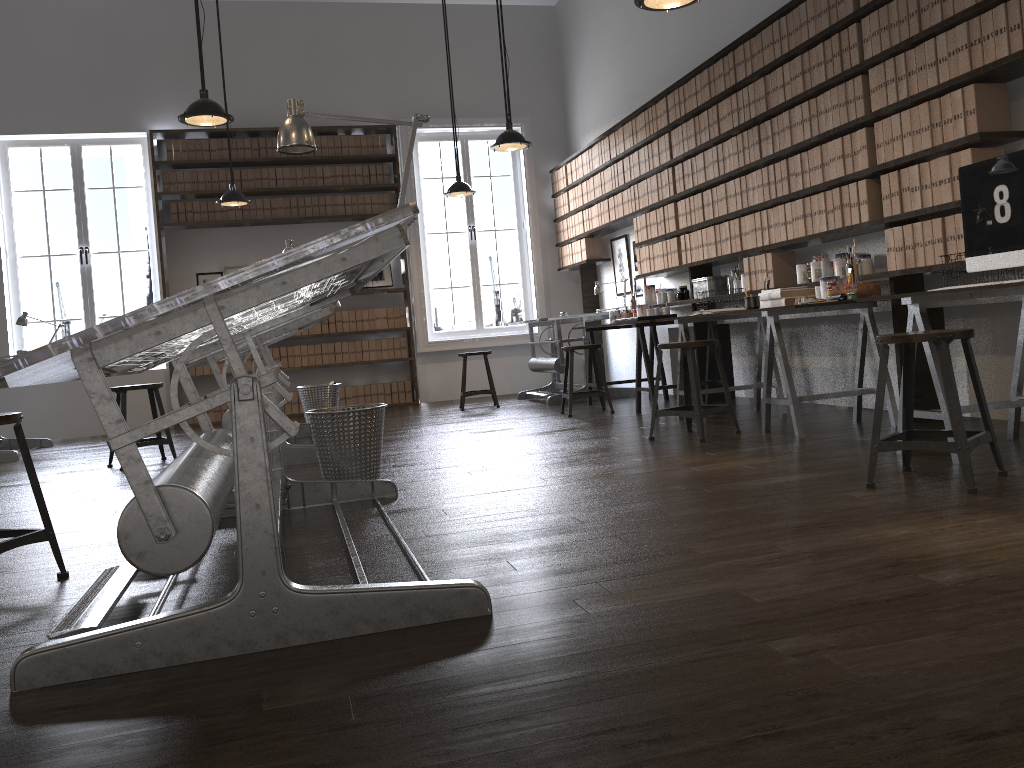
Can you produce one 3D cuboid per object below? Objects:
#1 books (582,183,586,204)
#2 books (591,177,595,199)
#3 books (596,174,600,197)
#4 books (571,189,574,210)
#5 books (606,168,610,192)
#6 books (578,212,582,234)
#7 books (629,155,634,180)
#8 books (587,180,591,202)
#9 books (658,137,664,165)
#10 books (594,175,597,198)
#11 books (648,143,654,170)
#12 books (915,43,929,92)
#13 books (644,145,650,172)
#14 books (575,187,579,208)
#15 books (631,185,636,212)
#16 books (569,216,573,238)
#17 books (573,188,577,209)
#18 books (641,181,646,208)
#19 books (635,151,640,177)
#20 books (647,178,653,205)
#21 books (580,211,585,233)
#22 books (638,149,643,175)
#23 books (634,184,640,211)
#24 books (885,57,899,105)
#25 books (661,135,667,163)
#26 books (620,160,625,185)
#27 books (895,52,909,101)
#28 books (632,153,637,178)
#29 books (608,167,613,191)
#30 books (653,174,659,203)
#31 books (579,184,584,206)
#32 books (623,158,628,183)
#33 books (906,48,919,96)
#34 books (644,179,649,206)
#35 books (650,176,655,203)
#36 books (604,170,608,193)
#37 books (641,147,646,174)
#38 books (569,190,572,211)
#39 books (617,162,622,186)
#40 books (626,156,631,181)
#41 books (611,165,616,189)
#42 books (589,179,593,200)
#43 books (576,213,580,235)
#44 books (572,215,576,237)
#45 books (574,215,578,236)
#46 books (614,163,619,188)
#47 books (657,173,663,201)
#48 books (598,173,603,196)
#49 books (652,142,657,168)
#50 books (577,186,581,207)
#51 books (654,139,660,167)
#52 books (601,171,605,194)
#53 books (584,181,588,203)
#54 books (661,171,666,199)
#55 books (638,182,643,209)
[{"bbox_3d":[0.805,-1.914,8.905,0.175,0.225,0.066,-5,0,-14],"label":"books"},{"bbox_3d":[0.868,-1.905,8.632,0.175,0.226,0.067,-5,0,-14],"label":"books"},{"bbox_3d":[0.903,-1.902,8.507,0.175,0.225,0.066,-5,0,-14],"label":"books"},{"bbox_3d":[0.711,-1.923,9.242,0.175,0.225,0.066,-5,0,-14],"label":"books"},{"bbox_3d":[0.973,-1.893,8.234,0.174,0.225,0.066,-5,0,-14],"label":"books"},{"bbox_3d":[0.781,-1.652,9.075,0.175,0.225,0.066,-5,0,-14],"label":"books"},{"bbox_3d":[1.119,-1.877,7.678,0.174,0.225,0.066,-5,0,-14],"label":"books"},{"bbox_3d":[0.840,-1.910,8.767,0.174,0.225,0.066,-5,0,-14],"label":"books"},{"bbox_3d":[1.271,-1.859,7.080,0.175,0.225,0.066,-5,0,-14],"label":"books"},{"bbox_3d":[0.889,-1.904,8.568,0.175,0.225,0.066,-5,0,-14],"label":"books"},{"bbox_3d":[1.220,-1.865,7.280,0.175,0.225,0.066,-5,0,-14],"label":"books"},{"bbox_3d":[2.026,-1.505,4.221,0.175,0.225,0.066,-5,0,-14],"label":"books"},{"bbox_3d":[1.199,-1.867,7.347,0.175,0.226,0.067,-5,0,-14],"label":"books"},{"bbox_3d":[0.749,-1.920,9.112,0.175,0.225,0.066,-5,0,-14],"label":"books"},{"bbox_3d":[1.131,-1.610,7.691,0.175,0.225,0.066,-5,0,-14],"label":"books"},{"bbox_3d":[0.706,-1.660,9.351,0.175,0.225,0.066,-5,0,-14],"label":"books"},{"bbox_3d":[0.729,-1.921,9.172,0.175,0.226,0.067,-5,0,-14],"label":"books"},{"bbox_3d":[1.189,-1.604,7.487,0.175,0.225,0.066,-5,0,-14],"label":"books"},{"bbox_3d":[1.147,-1.872,7.542,0.175,0.226,0.067,-5,0,-14],"label":"books"},{"bbox_3d":[1.223,-1.600,7.348,0.175,0.225,0.066,-5,0,-14],"label":"books"},{"bbox_3d":[0.793,-1.649,9.012,0.175,0.226,0.067,-5,0,-14],"label":"books"},{"bbox_3d":[1.169,-1.871,7.479,0.175,0.225,0.066,-5,0,-14],"label":"books"},{"bbox_3d":[1.153,-1.608,7.621,0.174,0.225,0.066,-5,0,-14],"label":"books"},{"bbox_3d":[1.968,-1.511,4.425,0.175,0.225,0.066,-5,0,-14],"label":"books"},{"bbox_3d":[1.285,-1.857,7.018,0.175,0.225,0.066,-5,0,-14],"label":"books"},{"bbox_3d":[1.060,-1.883,7.886,0.175,0.226,0.067,-5,0,-14],"label":"books"},{"bbox_3d":[1.990,-1.509,4.356,0.174,0.225,0.066,-5,0,-14],"label":"books"},{"bbox_3d":[1.136,-1.875,7.609,0.175,0.225,0.066,-5,0,-14],"label":"books"},{"bbox_3d":[0.988,-1.891,8.163,0.175,0.225,0.066,-5,0,-14],"label":"books"},{"bbox_3d":[1.252,-1.596,7.222,0.175,0.226,0.067,-5,0,-14],"label":"books"},{"bbox_3d":[0.781,-1.916,8.976,0.175,0.226,0.067,-5,0,-14],"label":"books"},{"bbox_3d":[1.084,-1.881,7.815,0.175,0.225,0.066,-5,0,-14],"label":"books"},{"bbox_3d":[2.011,-1.507,4.290,0.174,0.225,0.066,-5,0,-14],"label":"books"},{"bbox_3d":[1.203,-1.602,7.418,0.175,0.226,0.067,-5,0,-14],"label":"books"},{"bbox_3d":[1.240,-1.598,7.287,0.175,0.225,0.066,-5,0,-14],"label":"books"},{"bbox_3d":[0.960,-1.896,8.302,0.174,0.225,0.066,-5,0,-14],"label":"books"},{"bbox_3d":[1.183,-1.869,7.417,0.175,0.225,0.066,-5,0,-14],"label":"books"},{"bbox_3d":[0.697,-1.926,9.313,0.174,0.225,0.066,-5,0,-14],"label":"books"},{"bbox_3d":[1.047,-1.885,7.960,0.175,0.225,0.066,-5,0,-14],"label":"books"},{"bbox_3d":[1.097,-1.879,7.745,0.174,0.225,0.066,-5,0,-14],"label":"books"},{"bbox_3d":[1.006,-1.889,8.093,0.175,0.226,0.067,-5,0,-14],"label":"books"},{"bbox_3d":[0.857,-1.908,8.699,0.175,0.225,0.066,-5,0,-14],"label":"books"},{"bbox_3d":[0.764,-1.654,9.147,0.175,0.225,0.066,-5,0,-14],"label":"books"},{"bbox_3d":[0.727,-1.658,9.282,0.174,0.225,0.066,-5,0,-14],"label":"books"},{"bbox_3d":[0.748,-1.656,9.215,0.174,0.225,0.066,-5,0,-14],"label":"books"},{"bbox_3d":[1.026,-1.888,8.032,0.175,0.225,0.066,-5,0,-14],"label":"books"},{"bbox_3d":[1.274,-1.594,7.158,0.175,0.225,0.066,-5,0,-14],"label":"books"},{"bbox_3d":[0.920,-1.899,8.436,0.175,0.226,0.067,-5,0,-14],"label":"books"},{"bbox_3d":[1.239,-1.863,7.212,0.174,0.225,0.066,-5,0,-14],"label":"books"},{"bbox_3d":[0.768,-1.918,9.049,0.175,0.225,0.066,-5,0,-14],"label":"books"},{"bbox_3d":[1.250,-1.860,7.143,0.175,0.226,0.067,-5,0,-14],"label":"books"},{"bbox_3d":[0.941,-1.898,8.369,0.175,0.225,0.066,-5,0,-14],"label":"books"},{"bbox_3d":[0.818,-1.911,8.835,0.174,0.225,0.066,-5,0,-14],"label":"books"},{"bbox_3d":[1.292,-1.592,7.089,0.174,0.225,0.066,-5,0,-14],"label":"books"},{"bbox_3d":[1.174,-1.606,7.555,0.174,0.225,0.066,-5,0,-14],"label":"books"}]
